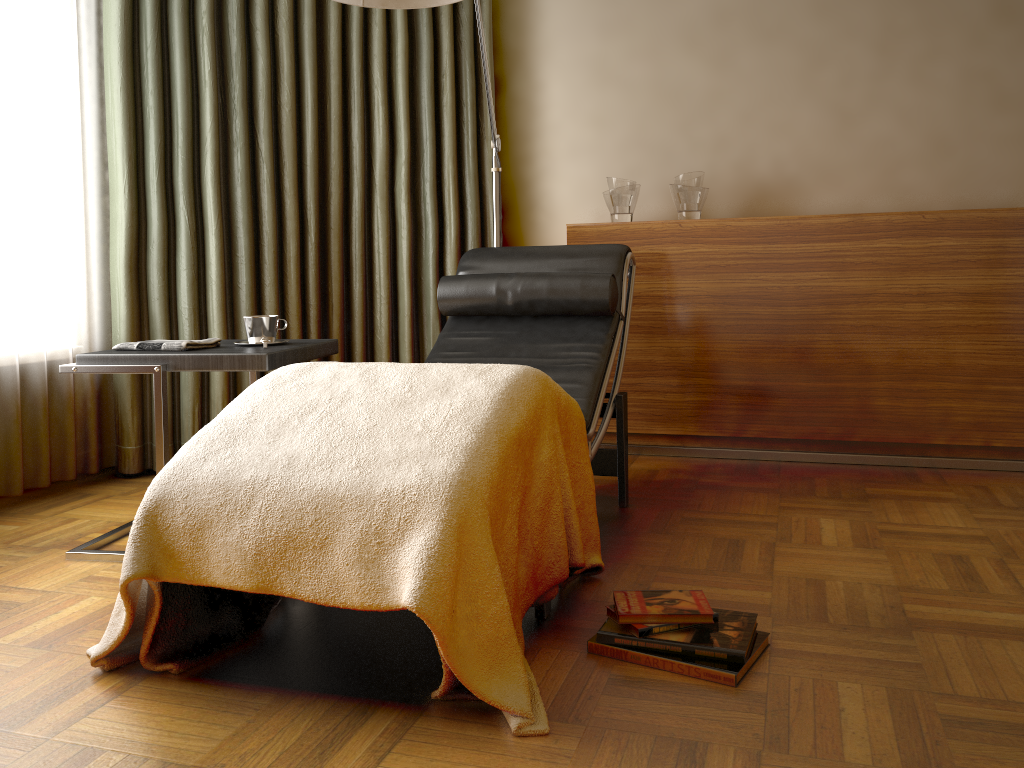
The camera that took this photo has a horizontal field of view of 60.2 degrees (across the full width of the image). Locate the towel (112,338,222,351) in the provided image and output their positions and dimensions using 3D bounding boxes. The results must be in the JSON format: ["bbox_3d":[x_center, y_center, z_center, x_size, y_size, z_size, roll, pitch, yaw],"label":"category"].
[{"bbox_3d":[-0.917,-0.104,2.373,0.241,0.035,0.180,2,7,21],"label":"towel"}]

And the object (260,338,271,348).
[{"bbox_3d":[-0.660,-0.109,2.356,0.029,0.019,0.124,-2,7,-13],"label":"object"}]

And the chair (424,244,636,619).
[{"bbox_3d":[-0.101,0.016,2.309,0.635,0.793,1.799,0,6,18],"label":"chair"}]

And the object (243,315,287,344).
[{"bbox_3d":[-0.693,-0.150,2.456,0.098,0.078,0.111,1,5,19],"label":"object"}]

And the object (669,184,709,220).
[{"bbox_3d":[0.695,-0.714,3.465,0.155,0.154,0.157,0,4,8],"label":"object"}]

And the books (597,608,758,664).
[{"bbox_3d":[0.313,0.457,1.653,0.265,0.020,0.190,2,7,22],"label":"books"}]

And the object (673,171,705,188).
[{"bbox_3d":[0.695,-0.752,3.464,0.122,0.149,0.123,-1,4,-3],"label":"object"}]

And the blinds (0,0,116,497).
[{"bbox_3d":[-1.781,-0.713,2.128,0.092,2.281,2.208,0,4,18],"label":"blinds"}]

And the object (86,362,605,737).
[{"bbox_3d":[-0.274,0.228,1.815,0.917,0.518,0.914,1,6,18],"label":"object"}]

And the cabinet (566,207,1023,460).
[{"bbox_3d":[1.078,-0.204,3.407,1.674,0.859,0.417,1,3,18],"label":"cabinet"}]

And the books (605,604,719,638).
[{"bbox_3d":[0.283,0.436,1.673,0.173,0.018,0.124,-4,7,-23],"label":"books"}]

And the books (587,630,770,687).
[{"bbox_3d":[0.310,0.480,1.637,0.280,0.022,0.201,3,8,32],"label":"books"}]

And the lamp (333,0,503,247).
[{"bbox_3d":[-0.101,-0.559,2.584,0.451,1.959,1.421,0,4,21],"label":"lamp"}]

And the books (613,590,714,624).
[{"bbox_3d":[0.282,0.419,1.664,0.173,0.018,0.124,-1,7,2],"label":"books"}]

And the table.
[{"bbox_3d":[-0.813,-0.083,2.444,0.517,0.045,0.502,0,7,9],"label":"table"}]

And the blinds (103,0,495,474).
[{"bbox_3d":[-0.756,-0.955,3.463,1.535,2.444,0.225,-3,2,-27],"label":"blinds"}]

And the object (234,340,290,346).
[{"bbox_3d":[-0.694,-0.113,2.451,0.150,0.009,0.151,2,7,23],"label":"object"}]

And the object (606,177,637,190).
[{"bbox_3d":[0.439,-0.757,3.546,0.122,0.149,0.123,-1,4,0],"label":"object"}]

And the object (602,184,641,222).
[{"bbox_3d":[0.440,-0.719,3.547,0.156,0.154,0.156,-3,5,-25],"label":"object"}]
